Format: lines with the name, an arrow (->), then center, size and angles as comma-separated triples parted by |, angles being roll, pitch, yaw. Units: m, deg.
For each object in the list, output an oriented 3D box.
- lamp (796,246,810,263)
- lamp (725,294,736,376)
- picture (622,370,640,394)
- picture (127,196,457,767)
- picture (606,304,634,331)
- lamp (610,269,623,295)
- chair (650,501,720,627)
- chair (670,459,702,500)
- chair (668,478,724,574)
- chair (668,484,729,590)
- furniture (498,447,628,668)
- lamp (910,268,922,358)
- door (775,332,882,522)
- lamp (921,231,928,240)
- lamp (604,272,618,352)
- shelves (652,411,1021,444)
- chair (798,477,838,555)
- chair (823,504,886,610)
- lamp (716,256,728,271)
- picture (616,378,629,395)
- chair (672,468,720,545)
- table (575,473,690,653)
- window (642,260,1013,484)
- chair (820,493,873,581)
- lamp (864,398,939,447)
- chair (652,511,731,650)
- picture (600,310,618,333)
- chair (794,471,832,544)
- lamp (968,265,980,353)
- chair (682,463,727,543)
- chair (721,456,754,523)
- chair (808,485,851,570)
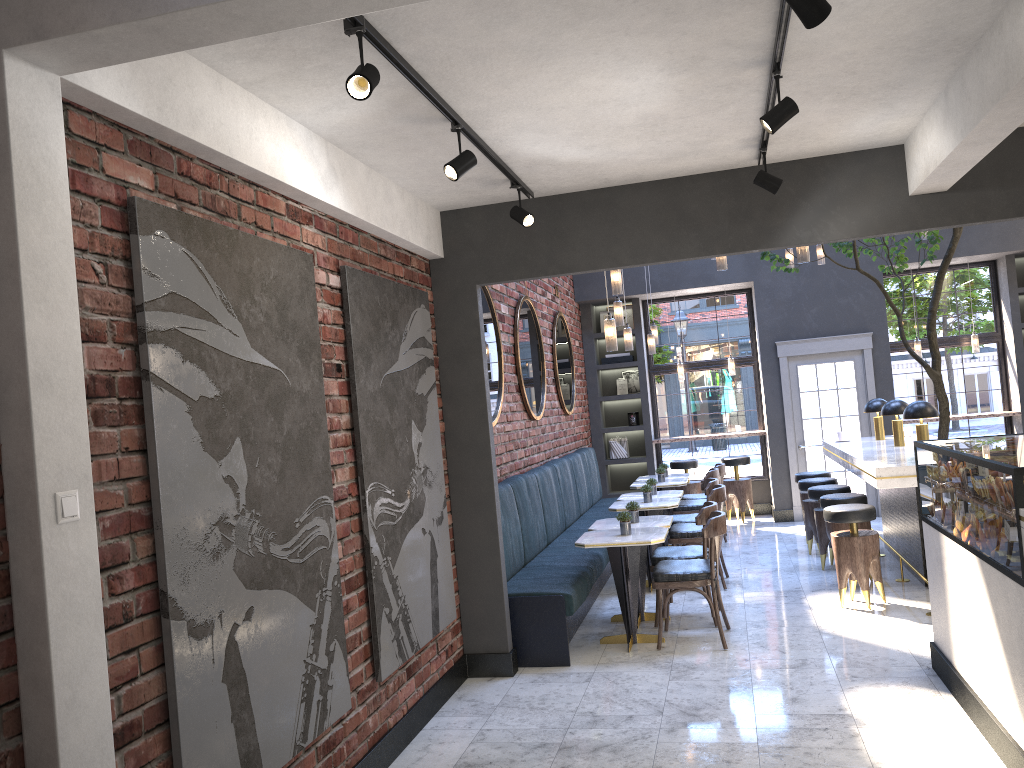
lamp -> 1.727, -2.840, 5.842 | 0.078, 4.104, 0.078 | -6, -1, 43
lamp -> 2.820, -0.825, 11.611 | 0.078, 1.429, 0.078 | -5, -1, -24
picture -> 1.631, -0.023, 12.094 | 0.247, 0.326, 0.044 | -5, -1, 14
picture -> -0.775, 0.430, 4.130 | 0.033, 2.027, 2.821 | -5, -1, 13
picture -> 1.486, -0.888, 12.116 | 0.361, 0.369, 0.055 | -5, -1, 13
lamp -> 0.624, -2.727, 6.811 | 0.078, 4.104, 0.078 | -5, -1, -2
chair -> 1.312, 1.336, 6.650 | 0.521, 0.851, 0.538 | -5, -1, 15
chair -> 2.269, 1.404, 11.500 | 0.370, 0.821, 0.372 | -5, -1, -24
chair -> 1.736, 1.348, 8.434 | 0.521, 0.851, 0.538 | -5, -1, 7
chair -> 1.650, 1.338, 7.805 | 0.521, 0.851, 0.538 | -5, -1, 15
furniture -> 3.221, 1.048, 7.780 | 6.022, 1.151, 5.341 | -5, -2, 13
lamp -> 5.016, -1.037, 11.086 | 0.078, 1.429, 0.078 | -5, -1, -24
door -> 3.897, 0.537, 10.818 | 1.132, 2.218, 0.152 | -5, -1, 13
lamp -> 4.018, -3.519, 9.067 | 0.078, 4.104, 0.078 | -5, -1, -2
lamp -> 0.506, -2.270, 6.136 | 0.078, 4.104, 0.078 | -5, -1, -2
shelves -> 4.022, 0.559, 11.333 | 4.404, 0.043, 0.384 | -6, -2, 13
chair -> 3.021, 1.299, 8.667 | 0.370, 0.737, 0.372 | -5, -1, 4
chair -> 2.553, 1.284, 6.624 | 0.370, 0.737, 0.372 | -4, -1, -33
lamp -> 1.422, -2.913, 6.806 | 0.078, 4.104, 0.078 | -6, -1, 43
picture -> 1.505, 0.038, 12.098 | 0.161, 0.227, 0.049 | -5, -1, 14
chair -> 2.000, 1.356, 9.552 | 0.521, 0.851, 0.538 | -5, -1, 15
table -> 3.226, 1.247, 7.734 | 4.600, 0.751, 4.830 | -5, -2, 13
window -> 2.455, -1.510, 5.629 | 6.407, 5.363, 12.709 | -5, -2, 13
chair -> 2.760, 1.284, 7.298 | 0.372, 0.737, 0.370 | -6, -2, 41
lamp -> 1.837, -1.032, 4.515 | 4.182, 3.256, 8.837 | -5, -2, -3
chair -> 1.236, 1.326, 6.074 | 0.521, 0.851, 0.538 | -5, -1, 15
picture -> 1.320, -0.847, 12.121 | 0.230, 0.313, 0.061 | -5, -1, 13
chair -> 3.206, 1.302, 9.353 | 0.370, 0.737, 0.372 | -4, -1, -33
lamp -> 5.652, -1.098, 10.933 | 0.078, 1.429, 0.078 | -6, -1, 43
chair -> 2.201, 1.353, 10.100 | 0.521, 0.851, 0.497 | -5, -1, 12
chair -> 2.889, 1.343, 11.328 | 0.371, 0.821, 0.371 | -5, -1, -24
chair -> 2.889, 1.292, 7.986 | 0.370, 0.737, 0.372 | -4, -1, -33
